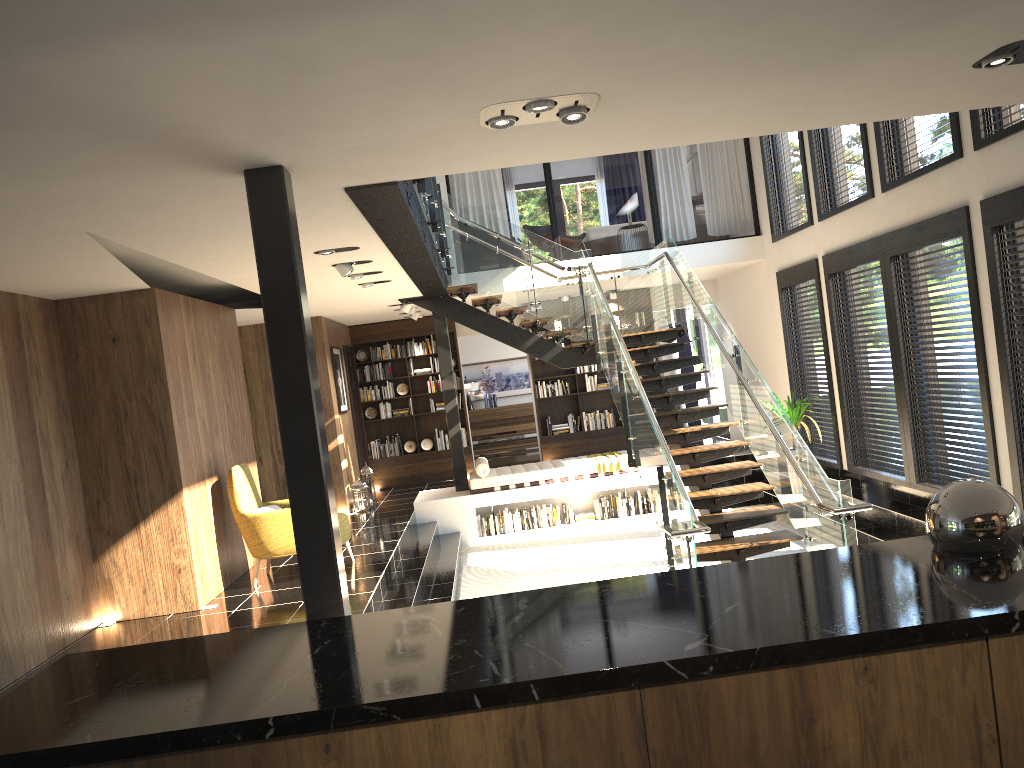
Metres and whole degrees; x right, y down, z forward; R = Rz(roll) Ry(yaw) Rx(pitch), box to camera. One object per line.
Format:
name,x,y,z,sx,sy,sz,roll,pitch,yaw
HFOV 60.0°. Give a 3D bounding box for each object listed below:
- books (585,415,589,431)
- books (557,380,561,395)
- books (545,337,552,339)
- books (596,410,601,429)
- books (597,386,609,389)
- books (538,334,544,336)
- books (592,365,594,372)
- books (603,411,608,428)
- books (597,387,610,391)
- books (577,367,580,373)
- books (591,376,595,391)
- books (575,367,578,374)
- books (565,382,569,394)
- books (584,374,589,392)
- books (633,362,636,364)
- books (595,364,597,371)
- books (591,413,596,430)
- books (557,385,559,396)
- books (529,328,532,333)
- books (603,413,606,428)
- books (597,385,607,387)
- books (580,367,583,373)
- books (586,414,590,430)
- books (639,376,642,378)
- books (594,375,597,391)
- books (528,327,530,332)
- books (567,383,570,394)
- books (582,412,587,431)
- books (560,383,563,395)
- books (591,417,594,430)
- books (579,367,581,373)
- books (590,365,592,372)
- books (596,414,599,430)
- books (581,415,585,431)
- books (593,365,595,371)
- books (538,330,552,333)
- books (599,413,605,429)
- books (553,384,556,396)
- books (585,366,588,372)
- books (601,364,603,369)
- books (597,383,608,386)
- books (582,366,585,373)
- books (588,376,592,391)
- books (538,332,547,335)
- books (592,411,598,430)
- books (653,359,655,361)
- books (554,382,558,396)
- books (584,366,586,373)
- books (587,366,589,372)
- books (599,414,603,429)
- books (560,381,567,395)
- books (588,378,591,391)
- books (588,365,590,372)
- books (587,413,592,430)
books,1.224,0.635,14.543,0.030,0.262,0.173,-8,1,-2
books,0.772,0.060,14.537,0.029,0.256,0.167,-8,1,-2
books,0.566,-0.753,14.528,0.268,0.026,0.156,-7,1,2
books,1.418,0.587,14.557,0.032,0.306,0.155,-8,1,-2
books,1.520,0.052,14.554,0.275,0.025,0.156,-8,1,-6
books,0.559,-0.803,14.530,0.251,0.026,0.148,-7,1,2
books,1.309,-0.319,14.528,0.028,0.231,0.167,-8,1,-2
books,1.534,0.585,14.551,0.028,0.280,0.154,-8,1,-2
books,1.523,0.077,14.556,0.274,0.025,0.156,-8,1,-5
books,1.069,-0.308,14.545,0.031,0.272,0.158,-8,1,-2
books,1.314,-0.005,14.516,0.036,0.244,0.194,-8,1,-2
books,1.041,-0.282,14.547,0.030,0.228,0.176,-8,1,-2
books,0.898,0.067,14.549,0.028,0.210,0.169,-8,1,-2
books,1.225,-0.014,14.542,0.030,0.284,0.176,-8,1,-2
books,2.074,-0.355,14.603,0.259,0.020,0.167,-8,1,-3
books,1.370,-0.297,14.554,0.047,0.171,0.167,-8,1,-2
books,1.332,0.611,14.561,0.031,0.280,0.141,-8,1,-2
books,0.750,0.106,14.559,0.027,0.171,0.146,-8,1,-2
books,0.308,-0.832,14.518,0.032,0.250,0.167,-8,1,-2
books,1.508,0.603,14.557,0.029,0.250,0.142,-8,1,-2
books,1.516,0.027,14.550,0.261,0.024,0.167,-8,1,-5
books,1.128,-0.278,14.535,0.024,0.198,0.174,-8,1,-2
books,1.250,0.625,14.562,0.025,0.274,0.150,-8,1,-2
books,1.999,-0.099,14.572,0.272,0.022,0.156,-8,1,-3
books,1.363,-0.021,14.549,0.067,0.261,0.159,-8,1,-2
books,0.278,-0.835,14.525,0.026,0.263,0.156,-8,1,-2
books,0.922,0.076,14.593,0.022,0.185,0.127,-8,1,-2
books,1.189,0.614,14.532,0.035,0.312,0.160,-8,1,-2
books,0.803,0.082,14.563,0.030,0.205,0.170,-8,1,-2
books,1.309,0.647,14.551,0.025,0.214,0.170,-8,1,-2
books,1.105,-0.257,14.548,0.027,0.162,0.125,-8,1,-2
books,1.279,-0.321,14.538,0.030,0.244,0.142,-8,1,-2
books,1.394,0.616,14.538,0.025,0.255,0.202,-8,1,-2
books,1.161,0.642,14.566,0.026,0.263,0.156,-8,1,-2
books,1.336,-0.295,14.550,0.021,0.176,0.161,-8,1,-2
books,0.552,-0.856,14.522,0.285,0.031,0.176,-8,1,-3
books,1.477,0.605,14.554,0.034,0.255,0.194,-8,1,-2
books,0.688,0.103,14.557,0.033,0.193,0.172,-8,1,-2
books,1.203,-0.318,14.531,0.028,0.258,0.208,-8,1,-2
books,1.463,-0.317,14.551,0.024,0.187,0.148,-8,1,-2
books,1.513,0.003,14.554,0.274,0.025,0.156,-7,1,2
books,1.152,-0.296,14.527,0.027,0.228,0.208,-8,1,-2
books,1.281,-0.002,14.540,0.030,0.245,0.166,-8,1,-2
books,0.555,-0.829,14.534,0.270,0.025,0.156,-7,1,-2
books,1.362,0.598,14.561,0.032,0.298,0.169,-8,1,-2
books,2.329,-0.433,14.584,0.051,0.194,0.192,-8,1,-2
books,0.718,0.085,14.546,0.030,0.222,0.189,-8,1,-2
books,1.177,-0.305,14.536,0.027,0.239,0.153,-8,1,-2
books,1.233,-0.294,14.554,0.026,0.201,0.146,-8,1,-2
books,1.449,0.613,14.546,0.023,0.246,0.149,-8,1,-2
books,0.847,0.061,14.545,0.070,0.236,0.206,-8,1,-2
books,1.257,0.015,14.508,0.023,0.218,0.195,-8,1,-2
books,1.255,-0.299,14.552,0.020,0.206,0.147,-8,1,-2
books,1.278,0.621,14.537,0.030,0.276,0.160,-8,1,-2
